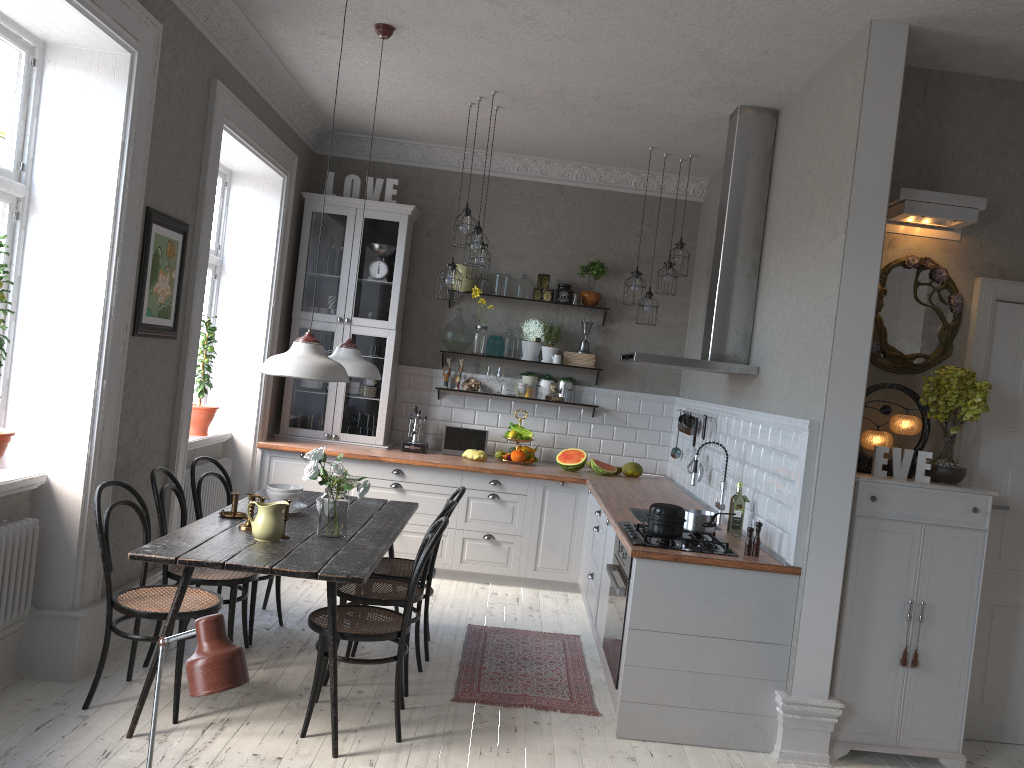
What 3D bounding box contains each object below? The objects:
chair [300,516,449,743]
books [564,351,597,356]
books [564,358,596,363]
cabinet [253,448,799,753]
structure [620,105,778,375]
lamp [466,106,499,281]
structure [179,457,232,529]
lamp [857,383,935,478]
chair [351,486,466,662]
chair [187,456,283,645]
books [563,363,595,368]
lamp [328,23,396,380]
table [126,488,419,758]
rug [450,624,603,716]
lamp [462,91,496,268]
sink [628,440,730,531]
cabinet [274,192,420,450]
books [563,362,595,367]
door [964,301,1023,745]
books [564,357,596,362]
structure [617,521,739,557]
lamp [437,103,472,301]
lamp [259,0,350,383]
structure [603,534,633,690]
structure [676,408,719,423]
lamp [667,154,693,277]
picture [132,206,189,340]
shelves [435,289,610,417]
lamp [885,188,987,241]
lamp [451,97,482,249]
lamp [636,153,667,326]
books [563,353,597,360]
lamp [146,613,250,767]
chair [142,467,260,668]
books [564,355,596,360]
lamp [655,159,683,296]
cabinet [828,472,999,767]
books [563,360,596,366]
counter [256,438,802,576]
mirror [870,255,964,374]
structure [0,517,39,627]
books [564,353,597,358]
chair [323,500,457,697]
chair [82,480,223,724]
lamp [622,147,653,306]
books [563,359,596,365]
[{"bbox_3d":[-0.596,1.010,3.821,0.551,0.920,0.436,7,1,-4],"label":"chair"},{"bbox_3d":[0.558,-0.245,7.220,0.260,0.011,0.158,7,1,4],"label":"books"},{"bbox_3d":[0.552,-0.192,7.220,0.260,0.011,0.158,7,1,4],"label":"books"},{"bbox_3d":[0.143,1.089,5.773,2.030,0.854,4.106,6,1,-45],"label":"cabinet"},{"bbox_3d":[1.139,-0.887,5.376,0.714,1.595,0.711,7,1,-1],"label":"structure"},{"bbox_3d":[-0.132,-1.557,5.858,0.148,1.735,0.145,6,1,-14],"label":"lamp"},{"bbox_3d":[-2.071,0.744,5.740,0.149,0.428,1.220,7,1,-2],"label":"structure"},{"bbox_3d":[1.788,0.272,4.241,0.447,0.558,0.172,7,1,6],"label":"lamp"},{"bbox_3d":[-0.576,0.994,4.839,0.551,0.920,0.436,7,1,-4],"label":"chair"},{"bbox_3d":[-1.502,0.887,4.843,0.545,0.920,0.441,7,1,11],"label":"chair"},{"bbox_3d":[0.547,-0.148,7.221,0.261,0.011,0.158,7,1,1],"label":"books"},{"bbox_3d":[-0.777,-0.962,4.680,0.378,1.858,0.381,7,1,6],"label":"lamp"},{"bbox_3d":[-1.053,1.041,4.354,0.906,0.735,1.917,7,1,0],"label":"table"},{"bbox_3d":[0.075,1.523,4.821,0.737,0.014,1.287,7,1,0],"label":"rug"},{"bbox_3d":[-0.140,-1.603,5.544,0.150,1.735,0.143,6,1,-44],"label":"lamp"},{"bbox_3d":[0.953,0.657,4.998,0.529,0.720,0.485,7,1,-1],"label":"sink"},{"bbox_3d":[-1.289,-0.471,7.004,0.881,1.921,0.387,7,1,-2],"label":"cabinet"},{"bbox_3d":[0.548,-0.160,7.221,0.260,0.011,0.158,7,1,4],"label":"books"},{"bbox_3d":[2.637,0.716,4.412,0.752,2.183,0.080,7,1,-3],"label":"door"},{"bbox_3d":[0.553,-0.203,7.220,0.261,0.011,0.158,7,1,1],"label":"books"},{"bbox_3d":[0.797,0.743,4.348,0.497,0.031,0.605,7,1,-1],"label":"structure"},{"bbox_3d":[-0.324,-1.420,5.857,0.149,1.735,0.144,6,1,-34],"label":"lamp"},{"bbox_3d":[-0.783,-0.947,3.787,0.372,1.858,0.387,7,1,36],"label":"lamp"},{"bbox_3d":[0.782,1.108,4.349,0.619,0.623,0.621,7,1,-1],"label":"structure"},{"bbox_3d":[1.296,0.214,6.262,0.094,0.053,1.084,7,1,0],"label":"structure"},{"bbox_3d":[1.311,-1.658,6.498,0.149,1.735,0.144,6,1,-29],"label":"lamp"},{"bbox_3d":[-1.755,-0.537,4.455,0.020,0.619,0.520,7,1,0],"label":"picture"},{"bbox_3d":[0.081,-0.224,7.196,1.318,0.923,0.228,7,1,-2],"label":"shelves"},{"bbox_3d":[2.025,-0.817,4.279,0.416,0.171,0.219,7,1,-2],"label":"lamp"},{"bbox_3d":[-0.219,-1.747,5.697,0.148,1.735,0.145,6,1,-14],"label":"lamp"},{"bbox_3d":[1.092,-1.302,6.560,0.149,1.735,0.144,6,1,-29],"label":"lamp"},{"bbox_3d":[0.556,-0.224,7.220,0.259,0.016,0.159,7,1,11],"label":"books"},{"bbox_3d":[-0.597,0.795,1.500,0.246,0.839,0.141,7,1,34],"label":"lamp"},{"bbox_3d":[-1.523,0.893,4.356,0.551,0.920,0.436,7,1,-4],"label":"chair"},{"bbox_3d":[0.554,-0.213,7.220,0.260,0.011,0.158,7,1,4],"label":"books"},{"bbox_3d":[1.256,-1.538,6.668,0.143,1.735,0.150,7,1,41],"label":"lamp"},{"bbox_3d":[1.790,1.090,4.158,0.667,1.297,0.383,7,1,-2],"label":"cabinet"},{"bbox_3d":[0.549,-0.170,7.220,0.259,0.016,0.159,7,1,11],"label":"books"},{"bbox_3d":[-0.261,0.631,5.603,3.166,0.039,3.386,7,1,-1],"label":"counter"},{"bbox_3d":[1.967,-0.342,4.366,0.533,0.593,0.071,7,1,-2],"label":"mirror"},{"bbox_3d":[-2.086,0.787,3.208,0.149,0.428,1.220,7,1,-2],"label":"structure"},{"bbox_3d":[0.557,-0.235,7.220,0.259,0.016,0.158,7,1,7],"label":"books"},{"bbox_3d":[-0.597,1.000,4.354,0.547,0.920,0.440,7,1,6],"label":"chair"},{"bbox_3d":[-1.522,0.903,3.801,0.547,0.920,0.440,7,1,6],"label":"chair"},{"bbox_3d":[0.977,-1.436,6.420,0.144,1.735,0.149,7,1,31],"label":"lamp"},{"bbox_3d":[0.551,-0.181,7.220,0.259,0.016,0.158,7,1,7],"label":"books"}]
